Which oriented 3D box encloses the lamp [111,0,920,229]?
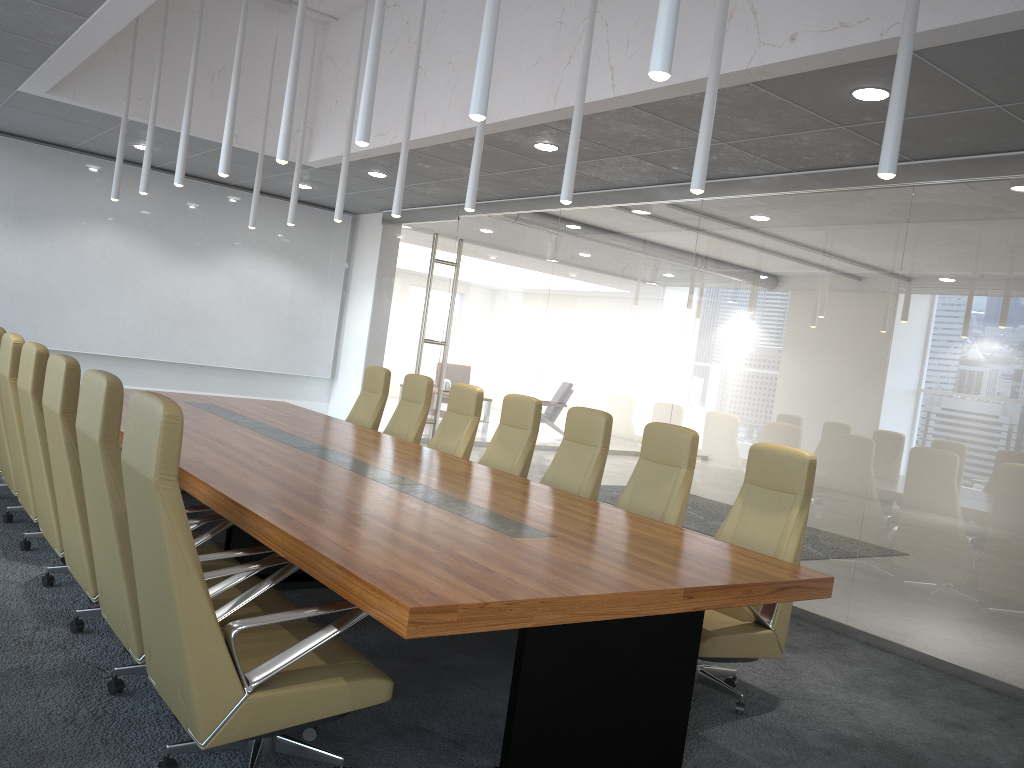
[{"bbox_3d":[-0.946,-2.448,5.911,2.619,2.378,7.258,7,2,-37],"label":"lamp"}]

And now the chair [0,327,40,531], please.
[{"bbox_3d":[-3.358,0.332,6.495,0.955,1.406,0.711,7,2,-37],"label":"chair"}]

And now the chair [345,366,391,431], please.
[{"bbox_3d":[-1.788,0.480,8.718,0.955,1.406,0.711,7,2,-37],"label":"chair"}]

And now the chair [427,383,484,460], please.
[{"bbox_3d":[-0.825,0.657,7.441,0.955,1.406,0.711,7,2,-37],"label":"chair"}]

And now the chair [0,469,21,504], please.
[{"bbox_3d":[-3.835,0.244,7.127,0.955,1.406,0.711,7,2,-37],"label":"chair"}]

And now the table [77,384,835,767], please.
[{"bbox_3d":[-1.413,0.878,6.020,2.300,0.895,6.500,7,2,-37],"label":"table"}]

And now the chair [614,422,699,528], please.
[{"bbox_3d":[0.605,0.920,5.544,0.955,1.406,0.711,7,2,-37],"label":"chair"}]

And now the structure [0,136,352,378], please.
[{"bbox_3d":[-1.127,-0.860,5.999,6.600,2.466,13.989,7,2,-37],"label":"structure"}]

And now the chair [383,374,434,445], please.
[{"bbox_3d":[-1.309,0.568,8.084,0.955,1.406,0.711,7,2,-37],"label":"chair"}]

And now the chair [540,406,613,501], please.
[{"bbox_3d":[0.129,0.832,6.175,0.955,1.406,0.711,7,2,-37],"label":"chair"}]

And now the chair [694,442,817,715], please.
[{"bbox_3d":[1.146,1.015,4.939,0.955,1.406,0.711,7,2,-37],"label":"chair"}]

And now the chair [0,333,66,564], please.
[{"bbox_3d":[-2.894,0.417,5.879,0.955,1.406,0.711,7,2,-37],"label":"chair"}]

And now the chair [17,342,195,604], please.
[{"bbox_3d":[-2.407,0.507,5.233,0.955,1.406,0.711,7,2,-37],"label":"chair"}]

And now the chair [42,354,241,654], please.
[{"bbox_3d":[-1.926,0.595,4.594,0.955,1.406,0.711,7,2,-37],"label":"chair"}]

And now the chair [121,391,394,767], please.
[{"bbox_3d":[-0.972,0.771,3.329,0.955,1.406,0.711,7,2,-37],"label":"chair"}]

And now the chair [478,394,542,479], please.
[{"bbox_3d":[-0.350,0.744,6.810,0.955,1.406,0.711,7,2,-37],"label":"chair"}]

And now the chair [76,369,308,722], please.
[{"bbox_3d":[-1.442,0.684,3.952,0.955,1.406,0.711,7,2,-37],"label":"chair"}]
